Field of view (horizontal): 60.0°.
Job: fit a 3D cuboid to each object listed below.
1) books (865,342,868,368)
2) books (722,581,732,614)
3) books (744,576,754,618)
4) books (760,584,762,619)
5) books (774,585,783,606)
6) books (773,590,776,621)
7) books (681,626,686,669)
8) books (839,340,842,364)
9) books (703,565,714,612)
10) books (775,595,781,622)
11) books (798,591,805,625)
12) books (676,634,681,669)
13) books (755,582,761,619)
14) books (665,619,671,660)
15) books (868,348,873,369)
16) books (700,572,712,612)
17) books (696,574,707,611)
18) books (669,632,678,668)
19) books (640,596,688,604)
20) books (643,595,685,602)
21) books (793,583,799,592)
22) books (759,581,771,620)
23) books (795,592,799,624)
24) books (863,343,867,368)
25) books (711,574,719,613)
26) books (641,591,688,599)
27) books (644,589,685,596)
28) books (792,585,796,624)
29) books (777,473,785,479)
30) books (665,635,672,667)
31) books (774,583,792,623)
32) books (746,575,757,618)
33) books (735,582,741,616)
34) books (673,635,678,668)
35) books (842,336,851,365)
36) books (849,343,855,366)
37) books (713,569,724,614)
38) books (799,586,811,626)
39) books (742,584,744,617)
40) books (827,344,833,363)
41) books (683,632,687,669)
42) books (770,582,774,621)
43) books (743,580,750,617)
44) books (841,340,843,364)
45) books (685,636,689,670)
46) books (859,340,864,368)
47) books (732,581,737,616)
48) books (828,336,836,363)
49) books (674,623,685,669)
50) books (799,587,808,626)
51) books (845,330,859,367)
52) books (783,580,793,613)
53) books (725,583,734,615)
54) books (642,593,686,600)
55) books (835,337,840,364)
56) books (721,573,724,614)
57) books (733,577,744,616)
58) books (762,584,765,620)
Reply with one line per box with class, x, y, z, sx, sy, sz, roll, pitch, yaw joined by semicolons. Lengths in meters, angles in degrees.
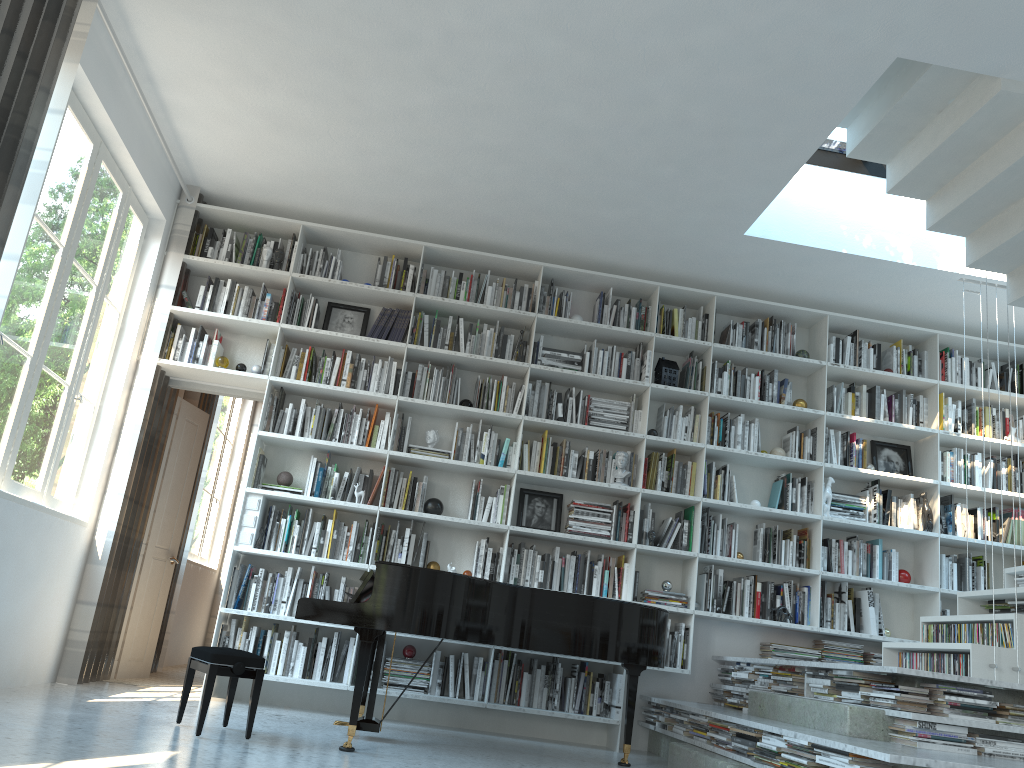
books;2.580;-0.164;6.549;0.021;0.253;0.152;9;-16;-5
books;1.413;1.440;5.956;0.065;0.230;0.162;9;-16;-5
books;1.591;1.446;5.991;0.012;0.284;0.160;9;-16;-5
books;1.649;1.477;5.985;0.025;0.237;0.157;9;-16;-5
books;1.785;1.492;5.993;0.012;0.248;0.165;9;-16;-5
books;1.742;1.504;5.988;0.022;0.210;0.136;9;-16;-5
books;1.087;1.709;5.761;0.015;0.270;0.158;9;-16;-5
books;2.374;-0.187;6.524;0.024;0.230;0.169;9;-16;-5
books;1.307;1.378;5.944;0.010;0.315;0.187;9;-16;-5
books;1.763;1.521;5.980;0.025;0.180;0.169;9;-16;-5
books;1.928;1.521;5.991;0.025;0.227;0.176;9;-16;-5
books;1.053;1.724;5.722;0.011;0.211;0.179;9;-16;-5
books;1.624;1.466;5.970;0.031;0.243;0.185;9;-16;-5
books;0.984;1.677;5.754;0.032;0.299;0.149;9;-16;-5
books;2.600;-0.140;6.531;0.024;0.201;0.190;9;-16;-5
books;1.287;1.401;5.934;0.023;0.261;0.187;9;-16;-5
books;1.267;1.407;5.950;0.012;0.253;0.161;9;-16;-5
books;1.024;1.713;5.722;0.026;0.224;0.175;9;-16;-5
books;0.999;1.430;5.850;0.285;0.012;0.160;8;-17;-2
books;1.000;1.420;5.858;0.254;0.012;0.161;8;-17;0
books;1.910;1.501;6.026;0.012;0.281;0.144;9;-16;-5
books;1.697;1.470;5.983;0.026;0.261;0.174;9;-16;-5
books;1.897;1.521;5.992;0.013;0.219;0.169;9;-16;-5
books;2.558;-0.161;6.536;0.022;0.235;0.172;9;-16;-5
books;1.334;1.411;5.939;0.023;0.255;0.178;9;-16;-5
books;1.004;1.396;5.863;0.285;0.012;0.160;8;-17;-1
books;1.005;1.383;5.859;0.254;0.012;0.161;6;-17;4
books;1.881;1.501;6.008;0.021;0.264;0.150;9;-16;-5
books;1.884;0.781;6.216;0.016;0.289;0.135;9;-16;-5
books;1.000;1.727;5.741;0.013;0.202;0.139;9;-16;-5
books;1.825;1.488;5.994;0.070;0.265;0.186;9;-16;-5
books;1.606;1.438;5.972;0.012;0.292;0.175;9;-16;-5
books;1.496;1.457;5.970;0.024;0.227;0.160;9;-16;-5
books;1.040;1.720;5.739;0.012;0.225;0.149;9;-16;-5
books;2.439;-0.199;6.536;0.048;0.277;0.150;9;-16;-5
books;2.474;-0.170;6.534;0.030;0.230;0.148;9;-16;-5
books;1.362;1.397;5.946;0.030;0.293;0.189;9;-16;-5
books;1.980;1.510;6.008;0.025;0.271;0.171;9;-16;-5
books;1.526;1.466;5.974;0.012;0.220;0.153;9;-16;-5
books;2.299;-0.180;6.496;0.022;0.182;0.190;9;-16;-5
books;1.100;1.725;5.743;0.013;0.232;0.149;9;-16;-5
books;1.721;1.476;5.992;0.026;0.262;0.170;9;-16;-5
books;1.549;1.450;5.965;0.025;0.251;0.182;9;-16;-5
books;2.398;-0.187;6.545;0.027;0.249;0.140;9;-16;-5
books;1.109;1.743;5.753;0.012;0.205;0.161;9;-16;-5
books;2.542;-0.177;6.538;0.014;0.261;0.169;9;-16;-5
books;1.470;1.451;5.972;0.029;0.234;0.143;9;-16;-5
books;2.325;-0.205;6.519;0.025;0.250;0.178;9;-16;-5
books;1.073;1.693;5.741;0.021;0.284;0.173;9;-16;-5
books;1.954;1.512;6.003;0.026;0.257;0.157;9;-16;-5
books;2.504;-0.218;6.540;0.014;0.331;0.181;9;-16;-5
books;1.866;1.484;6.010;0.013;0.293;0.135;9;-16;-5
books;1.450;1.453;5.959;0.011;0.216;0.176;9;-16;-5
books;1.002;1.405;5.851;0.254;0.012;0.161;9;-17;-5
books;2.351;-0.198;6.515;0.026;0.241;0.185;9;-16;-5
books;1.380;1.411;5.954;0.010;0.276;0.174;9;-16;-5
books;1.517;1.441;5.974;0.014;0.267;0.172;9;-16;-5
books;1.671;1.480;5.994;0.021;0.242;0.131;9;-16;-5
